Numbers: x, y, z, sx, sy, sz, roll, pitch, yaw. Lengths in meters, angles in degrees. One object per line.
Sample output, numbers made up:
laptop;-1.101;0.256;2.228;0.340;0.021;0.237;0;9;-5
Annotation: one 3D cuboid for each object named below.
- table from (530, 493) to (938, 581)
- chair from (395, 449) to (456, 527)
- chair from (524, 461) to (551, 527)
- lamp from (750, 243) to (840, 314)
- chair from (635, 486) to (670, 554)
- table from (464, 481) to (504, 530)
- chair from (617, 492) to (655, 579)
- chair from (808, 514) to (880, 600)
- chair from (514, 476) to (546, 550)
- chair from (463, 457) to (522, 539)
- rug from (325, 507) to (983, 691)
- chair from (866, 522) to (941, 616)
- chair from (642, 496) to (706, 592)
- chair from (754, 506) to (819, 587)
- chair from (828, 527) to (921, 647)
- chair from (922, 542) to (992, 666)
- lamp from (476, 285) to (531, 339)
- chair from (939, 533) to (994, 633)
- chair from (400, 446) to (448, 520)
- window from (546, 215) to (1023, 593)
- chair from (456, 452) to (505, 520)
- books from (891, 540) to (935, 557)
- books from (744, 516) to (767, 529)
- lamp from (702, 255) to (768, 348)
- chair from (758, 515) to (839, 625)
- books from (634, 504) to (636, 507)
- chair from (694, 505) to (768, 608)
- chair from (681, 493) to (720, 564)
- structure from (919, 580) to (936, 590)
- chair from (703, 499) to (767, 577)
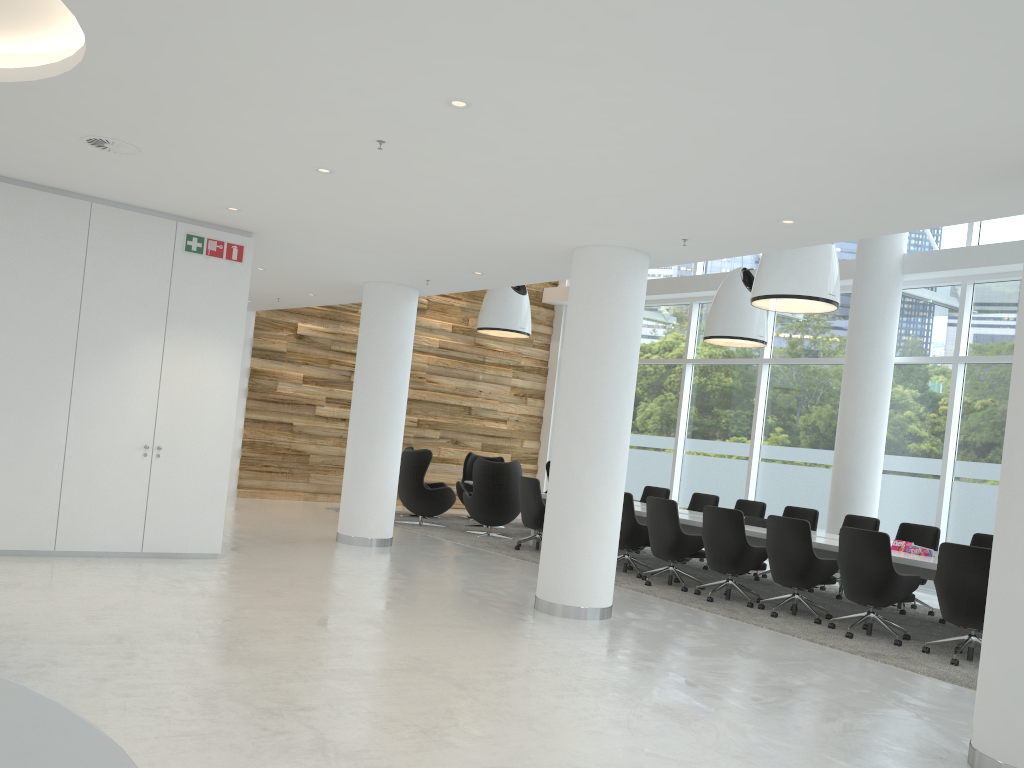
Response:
table;2.853;2.007;10.123;1.507;0.739;6.538;8;-4;-37
chair;-1.295;1.563;13.400;0.911;1.152;0.921;5;-2;43
chair;0.601;1.867;14.893;0.911;1.152;0.921;5;-2;43
lamp;3.074;-2.605;9.047;0.883;3.646;0.885;6;0;8
chair;1.924;1.976;12.970;0.677;0.966;0.683;7;-2;-43
table;-0.395;1.931;14.100;0.800;0.696;0.799;7;-2;-13
chair;1.365;1.745;10.387;0.676;0.966;0.683;7;-1;-38
chair;3.938;2.030;10.477;0.676;0.966;0.683;7;-1;-33
chair;0.372;1.723;11.678;0.676;0.966;0.683;7;-1;-33
chair;-0.247;1.648;12.960;0.916;1.152;0.916;7;-1;-17
rug;2.488;2.352;10.299;3.956;0.010;13.410;9;-5;-37
chair;4.349;2.032;9.835;0.676;0.966;0.683;7;-1;-38
chair;1.776;1.747;9.745;0.676;0.966;0.683;7;-1;-33
chair;3.448;2.017;11.088;0.677;0.966;0.683;7;-2;-43
chair;3.234;1.785;7.927;0.676;0.966;0.683;7;-1;-38
chair;3.790;1.801;7.252;0.677;0.966;0.683;7;-2;-43
lamp;0.058;-2.601;14.059;0.884;3.646;0.884;6;0;1
chair;4.853;2.044;9.191;0.676;0.966;0.683;7;-1;-38
chair;-1.439;1.624;14.562;0.916;1.152;0.916;6;-1;13
window;-13.023;-2.883;3.330;62.868;6.138;30.881;6;-4;2
chair;-0.520;1.771;15.274;0.916;1.152;0.916;7;-1;-17
books;3.942;1.707;8.748;0.231;0.275;0.596;7;-3;-17
books;2.809;1.662;10.298;0.140;0.229;0.355;7;-2;-37
lamp;3.270;-2.373;12.245;0.883;3.646;0.885;6;0;6
chair;2.777;1.780;8.600;0.676;0.966;0.683;7;-1;-38
books;1.443;1.565;11.565;0.225;0.026;0.263;8;-4;-27
chair;2.266;1.760;9.134;0.677;0.966;0.683;7;-2;-43
chair;2.480;1.992;12.295;0.676;0.966;0.683;7;-1;-38
structure;6.026;2.694;11.243;0.151;0.213;2.682;7;-4;-35
chair;2.937;1.997;11.621;0.676;0.966;0.683;7;-1;-38
